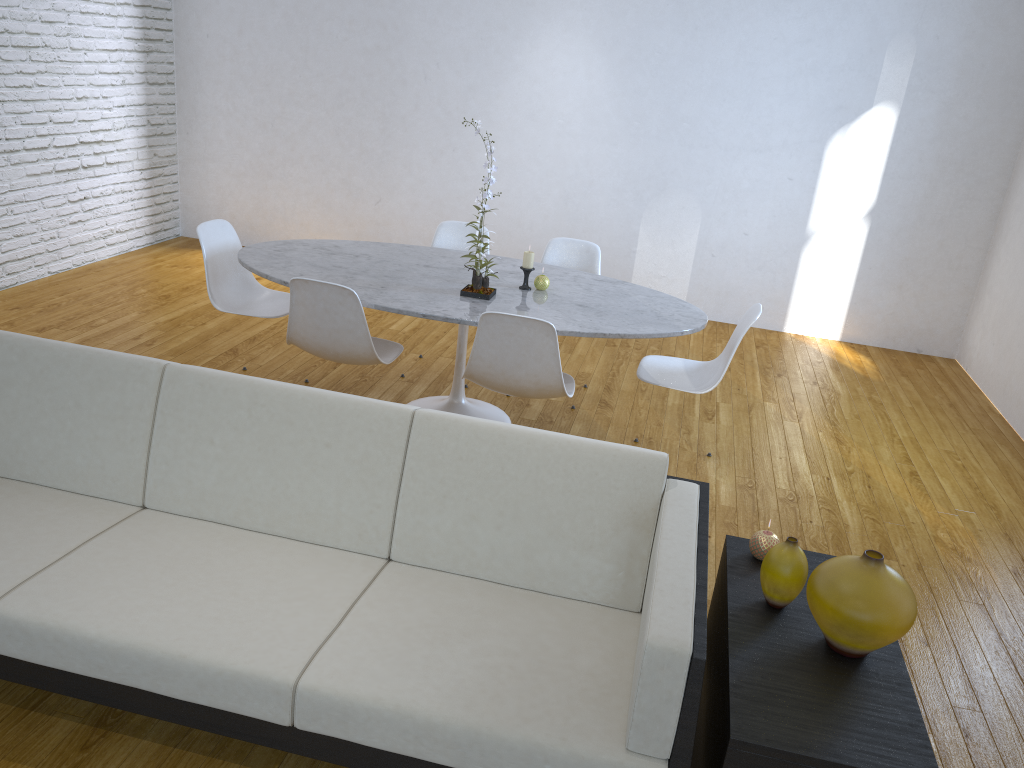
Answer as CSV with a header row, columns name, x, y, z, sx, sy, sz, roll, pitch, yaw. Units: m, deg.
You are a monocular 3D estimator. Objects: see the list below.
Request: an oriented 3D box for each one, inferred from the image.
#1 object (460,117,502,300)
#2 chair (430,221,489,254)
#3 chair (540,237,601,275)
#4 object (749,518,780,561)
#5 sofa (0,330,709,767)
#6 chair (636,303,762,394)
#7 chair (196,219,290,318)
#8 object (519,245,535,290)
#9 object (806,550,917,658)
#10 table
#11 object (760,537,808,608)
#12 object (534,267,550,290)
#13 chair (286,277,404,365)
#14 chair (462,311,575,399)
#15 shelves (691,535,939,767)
name,x,y,z,sx,sy,sz,roll,pitch,yaw
object,-0.089,-0.636,3.260,0.165,0.645,0.201,23,27,35
chair,-0.283,-0.556,4.179,0.405,0.355,0.415,10,21,8
chair,0.233,-0.460,4.083,0.405,0.355,0.415,11,22,12
object,0.595,0.359,2.071,0.071,0.105,0.071,22,26,34
sofa,-0.798,0.631,1.428,5.332,0.686,9.627,10,21,9
chair,0.720,-0.161,3.440,0.419,0.355,0.402,11,22,11
chair,-1.087,-0.481,3.734,0.419,0.355,0.402,11,22,11
object,0.062,-0.462,3.491,0.059,0.178,0.058,5,22,-5
object,0.688,0.429,1.753,0.206,0.218,0.205,-10,26,-36
table,-0.210,-0.122,3.660,1.908,0.629,1.060,10,21,8
object,0.577,0.399,1.880,0.095,0.162,0.095,-10,27,-36
object,0.121,-0.420,3.522,0.062,0.092,0.062,-7,25,-30
chair,-0.617,-0.252,3.270,0.405,0.355,0.415,12,22,13
chair,0.039,-0.128,3.143,0.405,0.355,0.415,10,21,9
shelves,0.594,0.726,1.898,0.349,0.456,0.722,10,21,9
